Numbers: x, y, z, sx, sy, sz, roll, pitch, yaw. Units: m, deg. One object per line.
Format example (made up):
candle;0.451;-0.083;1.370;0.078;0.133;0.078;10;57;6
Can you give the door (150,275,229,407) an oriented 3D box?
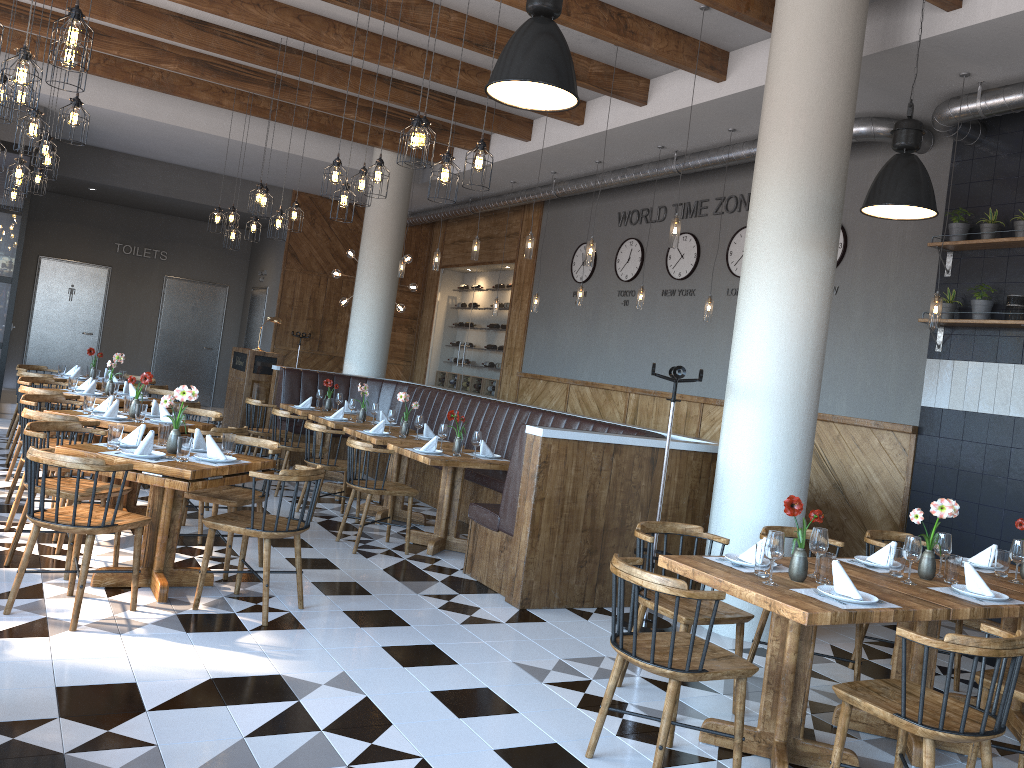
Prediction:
door;-6.183;-0.800;16.951;1.203;2.396;0.114;8;-2;-30

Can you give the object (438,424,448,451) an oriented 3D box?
object;-0.569;0.437;7.245;0.081;0.215;0.081;8;-1;-21

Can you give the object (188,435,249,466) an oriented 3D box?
object;-1.673;0.363;5.000;0.273;0.137;0.351;8;1;15

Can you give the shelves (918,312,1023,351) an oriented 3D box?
shelves;3.660;-0.400;6.952;0.246;0.297;0.906;8;0;-30

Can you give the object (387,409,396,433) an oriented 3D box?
object;-1.124;0.347;8.221;0.081;0.215;0.081;7;-1;24

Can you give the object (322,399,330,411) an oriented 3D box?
object;-2.074;0.235;9.866;0.079;0.132;0.080;9;-1;-45

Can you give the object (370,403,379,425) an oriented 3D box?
object;-1.383;0.301;8.895;0.081;0.215;0.081;8;-1;1

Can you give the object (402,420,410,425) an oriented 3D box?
object;-0.992;0.407;8.218;0.080;0.132;0.080;8;-1;-30

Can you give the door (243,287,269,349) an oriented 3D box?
door;-4.835;-0.609;16.364;0.114;2.396;1.209;9;-1;-30

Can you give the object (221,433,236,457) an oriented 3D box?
object;-1.677;0.362;5.231;0.080;0.132;0.080;7;-1;25

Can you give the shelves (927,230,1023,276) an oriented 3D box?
shelves;3.743;-1.025;6.969;0.246;0.297;0.906;8;0;-30

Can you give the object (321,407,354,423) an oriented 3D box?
object;-1.755;0.291;8.901;0.271;0.137;0.352;7;1;-30

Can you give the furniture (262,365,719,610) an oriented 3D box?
furniture;-0.686;0.694;8.913;1.912;1.151;6.601;8;1;-30

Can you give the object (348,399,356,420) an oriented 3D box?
object;-1.655;0.261;9.153;0.081;0.215;0.081;9;-2;-38

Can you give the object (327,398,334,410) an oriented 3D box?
object;-2.082;0.230;10.133;0.080;0.132;0.080;8;-1;-30

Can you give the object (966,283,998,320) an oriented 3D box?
object;3.686;-0.641;6.964;0.171;0.301;0.235;8;-1;-41

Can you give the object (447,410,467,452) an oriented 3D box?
object;-0.457;0.384;7.096;0.170;0.355;0.156;8;-1;-27

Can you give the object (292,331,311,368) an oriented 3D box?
object;-3.710;-0.067;15.138;0.374;1.660;0.374;8;-1;-7

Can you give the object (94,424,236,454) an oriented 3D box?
object;-2.013;0.314;5.205;0.578;0.137;0.581;8;1;15

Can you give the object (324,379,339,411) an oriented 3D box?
object;-2.064;0.122;9.996;0.155;0.355;0.171;8;-1;-37

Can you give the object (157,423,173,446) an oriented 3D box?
object;-2.093;0.304;5.332;0.080;0.132;0.080;7;-1;25

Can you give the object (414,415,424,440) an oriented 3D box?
object;-0.839;0.390;7.939;0.081;0.215;0.081;7;-1;24

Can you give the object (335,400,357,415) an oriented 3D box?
object;-1.843;0.260;10.107;0.271;0.137;0.352;7;1;-30

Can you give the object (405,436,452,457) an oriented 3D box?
object;-0.652;0.470;6.963;0.271;0.137;0.352;7;1;-30

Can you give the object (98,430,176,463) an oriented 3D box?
object;-1.997;0.323;4.810;0.352;0.137;0.271;8;0;15

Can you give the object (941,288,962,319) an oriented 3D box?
object;3.546;-0.646;7.206;0.173;0.268;0.189;8;-1;-12

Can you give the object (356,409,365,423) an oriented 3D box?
object;-1.528;0.324;8.908;0.079;0.132;0.080;9;-1;-45

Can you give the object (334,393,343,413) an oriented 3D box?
object;-1.929;0.213;9.854;0.081;0.215;0.081;8;-1;1

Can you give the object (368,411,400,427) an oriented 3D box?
object;-1.300;0.348;9.153;0.271;0.137;0.352;7;1;-30

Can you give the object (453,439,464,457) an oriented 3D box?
object;-0.426;0.502;6.973;0.079;0.132;0.080;9;-1;-45

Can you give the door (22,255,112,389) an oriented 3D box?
door;-7.999;-1.027;15.903;1.203;2.396;0.114;8;-2;-30

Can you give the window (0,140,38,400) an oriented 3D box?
window;-8.050;-1.530;11.741;2.720;3.552;2.190;8;-1;-30

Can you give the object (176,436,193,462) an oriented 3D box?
object;-1.778;0.355;4.803;0.080;0.132;0.079;7;-1;35

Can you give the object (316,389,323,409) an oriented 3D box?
object;-2.201;0.173;10.111;0.081;0.215;0.081;9;-2;-38

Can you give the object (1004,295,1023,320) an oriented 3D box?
object;3.825;-0.566;6.720;0.142;0.201;0.142;8;-1;-39

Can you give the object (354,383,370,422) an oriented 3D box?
object;-1.533;0.186;9.033;0.146;0.400;0.207;8;-1;-22

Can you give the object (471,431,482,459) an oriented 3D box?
object;-0.282;0.480;6.960;0.081;0.215;0.081;7;-1;29

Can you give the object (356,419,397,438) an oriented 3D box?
object;-1.207;0.380;7.938;0.271;0.137;0.352;7;1;-30

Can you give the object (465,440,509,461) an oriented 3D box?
object;-0.196;0.527;7.216;0.271;0.137;0.352;7;1;-30

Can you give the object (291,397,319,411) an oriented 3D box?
object;-2.298;0.203;9.854;0.271;0.137;0.352;7;1;-30

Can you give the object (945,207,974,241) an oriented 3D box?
object;3.634;-1.286;7.219;0.171;0.301;0.235;8;-1;-41

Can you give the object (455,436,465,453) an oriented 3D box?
object;-0.435;0.497;7.239;0.080;0.132;0.080;8;-1;-30

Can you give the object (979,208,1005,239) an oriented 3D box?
object;3.766;-1.249;6.983;0.173;0.268;0.189;8;-1;-12

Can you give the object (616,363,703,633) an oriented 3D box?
object;0.943;0.708;5.603;0.375;1.660;0.373;7;-2;38

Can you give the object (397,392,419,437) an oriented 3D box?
object;-0.966;0.277;8.093;0.206;0.400;0.146;8;-1;-28

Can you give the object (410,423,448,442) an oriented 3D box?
object;-0.752;0.437;8.191;0.271;0.137;0.352;7;1;-30

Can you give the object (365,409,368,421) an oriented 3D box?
object;-1.536;0.318;9.174;0.080;0.132;0.080;8;-1;-30

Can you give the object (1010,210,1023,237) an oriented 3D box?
object;3.900;-1.227;6.747;0.173;0.268;0.189;8;-1;-12

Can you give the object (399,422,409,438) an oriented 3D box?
object;-0.971;0.414;7.929;0.080;0.132;0.080;8;-1;-25
